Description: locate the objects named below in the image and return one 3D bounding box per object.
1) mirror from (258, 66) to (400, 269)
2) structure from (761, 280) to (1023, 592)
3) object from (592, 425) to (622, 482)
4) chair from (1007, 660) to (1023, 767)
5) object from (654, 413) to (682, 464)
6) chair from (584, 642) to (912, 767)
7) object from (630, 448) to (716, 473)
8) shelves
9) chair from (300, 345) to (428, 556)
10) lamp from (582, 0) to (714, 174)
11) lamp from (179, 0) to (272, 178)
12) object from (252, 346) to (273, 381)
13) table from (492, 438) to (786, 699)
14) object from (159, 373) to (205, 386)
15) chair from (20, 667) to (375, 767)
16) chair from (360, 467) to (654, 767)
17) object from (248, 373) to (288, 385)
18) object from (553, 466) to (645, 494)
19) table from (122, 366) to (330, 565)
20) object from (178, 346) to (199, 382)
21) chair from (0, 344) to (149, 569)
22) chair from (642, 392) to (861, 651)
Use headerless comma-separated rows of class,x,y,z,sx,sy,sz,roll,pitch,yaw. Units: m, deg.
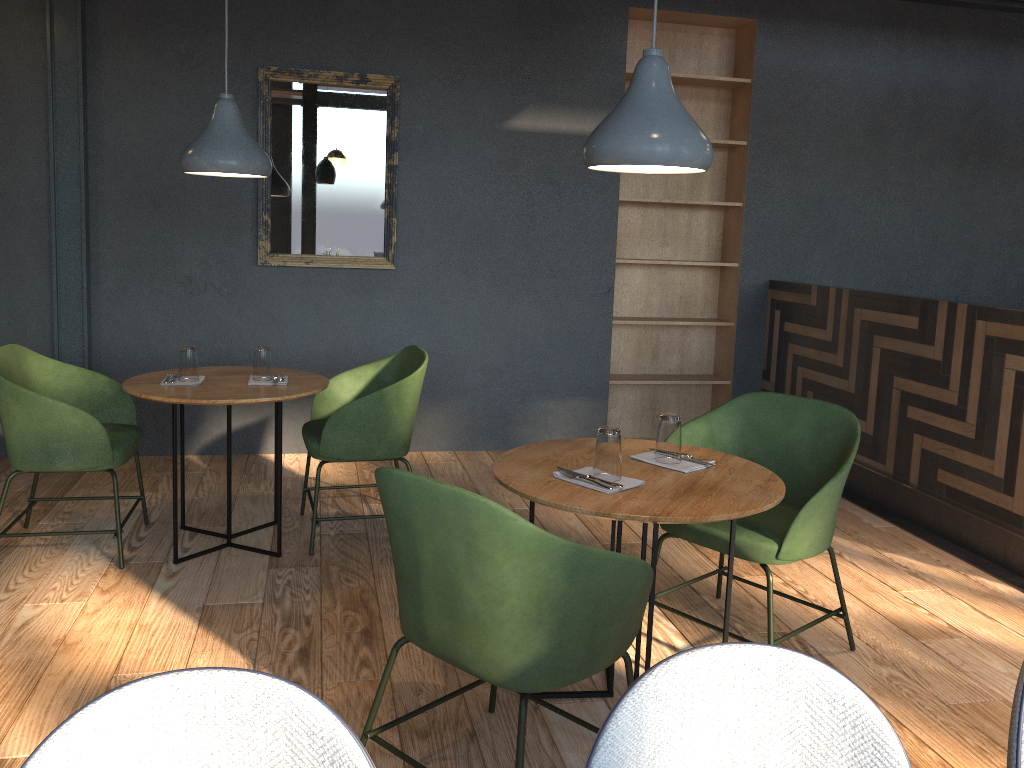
mirror,-1.034,-1.206,5.008,0.768,1.079,0.061,0,7,-13
structure,4.165,-0.020,4.835,4.918,1.388,2.937,0,9,-12
object,0.258,0.184,2.378,0.080,0.137,0.080,-2,9,-30
chair,0.821,0.765,0.996,0.418,0.882,0.511,0,8,-16
object,0.458,0.157,2.584,0.080,0.137,0.080,-2,9,-30
chair,0.270,0.771,0.831,0.418,0.882,0.511,1,8,-7
object,0.481,0.222,2.600,0.158,0.019,0.244,-7,13,-43
shelves,1.025,-0.942,5.683,0.836,2.690,0.286,1,7,-13
chair,-0.651,0.248,3.877,0.515,0.814,0.642,0,8,-17
lamp,0.452,-2.795,2.135,0.353,4.464,0.354,5,8,22
lamp,-1.055,-3.048,3.266,0.353,4.464,0.354,5,8,22
object,-1.033,-0.087,3.668,0.080,0.137,0.080,9,10,39
table,0.334,0.583,2.531,0.808,0.683,0.812,5,9,18
object,-1.339,-0.022,3.610,0.157,0.019,0.244,0,10,-13
chair,-0.295,0.767,0.729,0.418,0.882,0.511,1,8,-6
chair,-0.016,0.579,2.089,0.641,0.814,0.516,10,11,42
object,-1.010,-0.020,3.670,0.157,0.019,0.244,0,10,-13
object,0.224,0.248,2.385,0.158,0.019,0.244,-7,13,-43
table,-1.176,0.327,3.683,0.810,0.683,0.810,9,11,36
object,-1.309,-0.084,3.587,0.080,0.137,0.080,9,10,39
chair,-1.770,0.261,3.548,0.515,0.814,0.642,0,8,-13
chair,0.790,0.467,2.929,0.516,0.814,0.641,-5,11,-42
